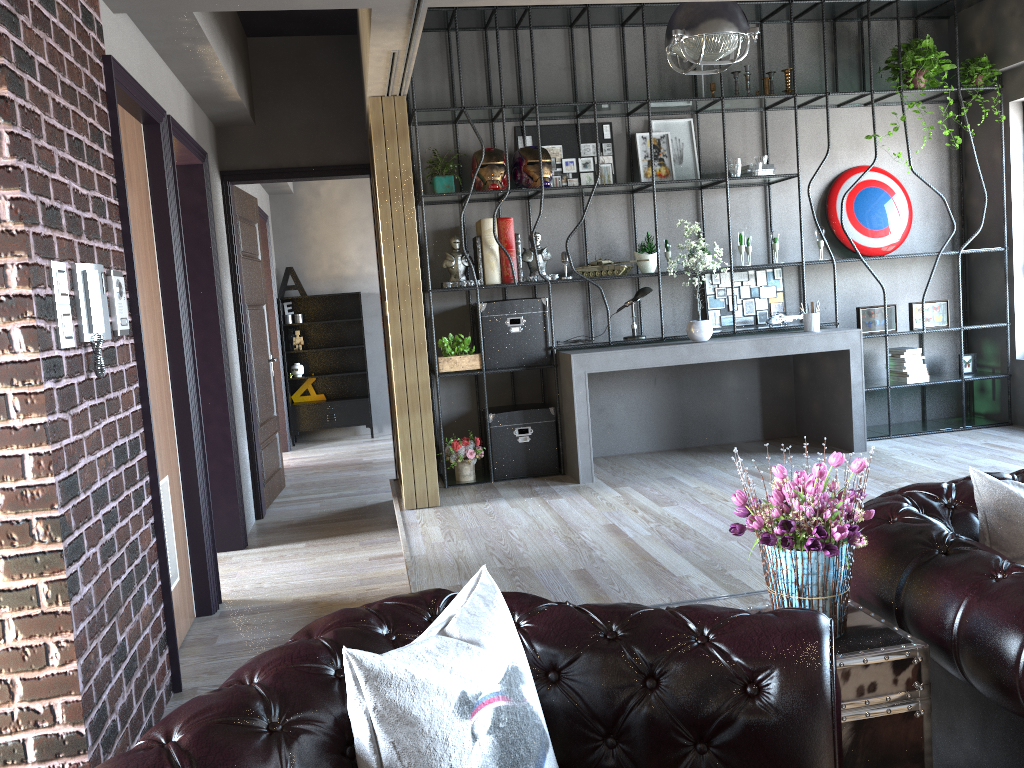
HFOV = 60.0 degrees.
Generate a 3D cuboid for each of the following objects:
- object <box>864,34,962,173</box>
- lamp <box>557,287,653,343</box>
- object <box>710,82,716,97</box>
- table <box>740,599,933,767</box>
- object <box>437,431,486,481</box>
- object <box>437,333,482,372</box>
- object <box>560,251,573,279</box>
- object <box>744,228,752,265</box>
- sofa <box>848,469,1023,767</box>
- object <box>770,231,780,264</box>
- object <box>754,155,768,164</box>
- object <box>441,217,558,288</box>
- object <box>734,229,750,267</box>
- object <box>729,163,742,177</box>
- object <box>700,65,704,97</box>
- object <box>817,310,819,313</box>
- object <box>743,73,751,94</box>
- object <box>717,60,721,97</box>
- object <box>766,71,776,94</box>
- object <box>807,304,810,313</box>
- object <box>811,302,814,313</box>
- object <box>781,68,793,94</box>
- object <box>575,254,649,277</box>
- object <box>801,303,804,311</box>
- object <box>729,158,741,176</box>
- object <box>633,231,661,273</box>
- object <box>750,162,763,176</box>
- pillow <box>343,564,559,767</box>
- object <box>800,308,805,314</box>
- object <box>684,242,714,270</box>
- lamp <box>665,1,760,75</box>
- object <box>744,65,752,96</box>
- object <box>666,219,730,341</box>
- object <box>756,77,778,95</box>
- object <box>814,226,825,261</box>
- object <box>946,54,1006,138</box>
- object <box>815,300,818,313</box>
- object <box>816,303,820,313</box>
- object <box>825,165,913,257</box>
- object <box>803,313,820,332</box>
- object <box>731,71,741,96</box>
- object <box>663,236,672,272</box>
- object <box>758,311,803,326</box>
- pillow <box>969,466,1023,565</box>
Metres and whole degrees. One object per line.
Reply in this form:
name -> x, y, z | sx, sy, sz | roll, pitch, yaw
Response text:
object -> 2.955, -2.078, 6.643 | 0.720, 1.024, 0.651 | -4, 5, 9
lamp -> 0.688, -0.512, 6.586 | 0.739, 0.370, 0.205 | -3, 5, 15
object -> 1.472, -2.138, 6.493 | 0.135, 0.129, 0.135 | -8, 7, -36
table -> 0.792, 0.923, 2.303 | 0.417, 0.608, 0.406 | -5, 5, -10
object -> -0.367, 0.511, 6.359 | 0.345, 0.362, 0.332 | -5, 5, -6
object -> -0.375, -0.230, 6.234 | 0.304, 0.265, 0.181 | -5, 5, -10
object -> 0.383, -0.853, 6.366 | 0.093, 0.200, 0.093 | -6, 5, -15
object -> 1.839, -1.068, 6.902 | 0.113, 0.301, 0.113 | -4, 5, 9
sofa -> 2.260, 0.673, 2.545 | 2.566, 0.837, 1.241 | -5, 6, -10
object -> 1.980, -1.027, 6.664 | 0.113, 0.246, 0.113 | -4, 5, 9
object -> 1.900, -1.699, 6.759 | 0.103, 0.068, 0.103 | -6, 6, -17
object -> -0.109, -0.949, 6.383 | 0.833, 0.465, 0.290 | -5, 5, -10
object -> 1.701, -1.011, 6.577 | 0.113, 0.274, 0.113 | -5, 5, -6
object -> 1.639, -1.558, 6.497 | 0.092, 0.099, 0.093 | -2, 6, 28
object -> 1.448, -2.292, 6.736 | 0.128, 0.390, 0.128 | -9, 7, -41
object -> 2.198, -0.470, 6.425 | 0.068, 0.159, 0.009 | -4, 5, 4
object -> 1.789, -2.233, 6.717 | 0.080, 0.225, 0.080 | -8, 6, -36
object -> 1.570, -2.296, 6.685 | 0.128, 0.390, 0.128 | 0, 6, 40
object -> 1.961, -2.247, 6.697 | 0.084, 0.232, 0.084 | -7, 6, -28
object -> 2.170, -0.504, 6.471 | 0.009, 0.167, 0.061 | -4, 5, 3
object -> 2.192, -0.497, 6.469 | 0.023, 0.204, 0.037 | -2, 6, 30
object -> 2.058, -2.246, 6.615 | 0.130, 0.232, 0.130 | -8, 6, -32
object -> 0.731, -0.881, 6.539 | 0.577, 0.170, 0.207 | -2, 6, 25
object -> 2.132, -0.490, 6.451 | 0.046, 0.202, 0.023 | -2, 5, 26
object -> 1.666, -1.599, 6.605 | 0.087, 0.155, 0.087 | -4, 5, 3
object -> 0.999, -0.968, 6.520 | 0.193, 0.304, 0.137 | -2, 6, 24
object -> 1.798, -1.573, 6.524 | 0.092, 0.099, 0.093 | 0, 7, 38
pillow -> -0.100, 0.646, 1.702 | 0.290, 0.501, 0.542 | -2, 6, 28
object -> 2.149, -0.482, 6.440 | 0.137, 0.190, 0.009 | -5, 5, -7
object -> 1.397, -0.960, 6.610 | 0.235, 0.212, 0.235 | -1, 7, 35
lamp -> 1.059, -2.377, 5.064 | 0.535, 1.147, 0.515 | -8, 6, -32
object -> 1.741, -2.220, 6.537 | 0.100, 0.243, 0.100 | -4, 5, -1
object -> 1.297, -0.725, 6.139 | 0.420, 0.851, 0.399 | -1, 6, 37
object -> 1.888, -2.189, 6.575 | 0.189, 0.152, 0.190 | -3, 6, 13
object -> 2.385, -1.089, 6.860 | 0.113, 0.270, 0.113 | -6, 5, -21
object -> 3.482, -2.173, 6.727 | 0.444, 0.633, 0.402 | -4, 5, 9
object -> 2.208, -0.515, 6.452 | 0.052, 0.185, 0.009 | -5, 5, -8
object -> 2.211, -0.506, 6.440 | 0.062, 0.169, 0.009 | -5, 5, -10
object -> 2.854, -1.379, 7.066 | 0.751, 0.738, 0.186 | -5, 5, -9
object -> 2.174, -0.447, 6.434 | 0.110, 0.137, 0.110 | -4, 5, 0
object -> 1.671, -2.216, 6.599 | 0.084, 0.232, 0.084 | -3, 5, 17
object -> 1.185, -0.988, 6.743 | 0.113, 0.273, 0.113 | -9, 7, -43
object -> 2.075, -0.510, 6.822 | 0.379, 0.111, 0.352 | -2, 6, 23
pillow -> 1.550, 0.439, 2.472 | 0.528, 0.468, 0.283 | -5, 5, -7
